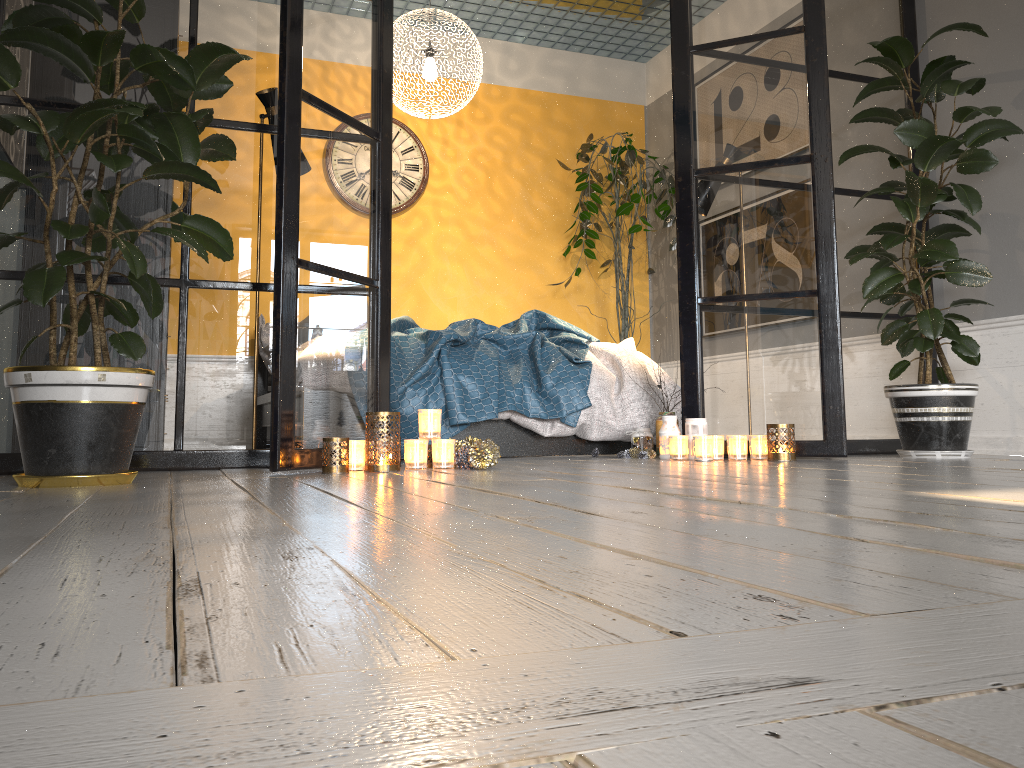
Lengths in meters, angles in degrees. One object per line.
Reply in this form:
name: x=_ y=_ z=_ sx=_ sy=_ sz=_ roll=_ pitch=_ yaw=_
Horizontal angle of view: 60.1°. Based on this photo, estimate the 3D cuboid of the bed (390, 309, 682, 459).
bed: x=-0.340 y=-0.016 z=4.865 sx=1.896 sy=0.775 sz=2.310 roll=1 pitch=-3 yaw=-21

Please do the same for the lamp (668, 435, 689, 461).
lamp: x=0.662 y=0.253 z=3.507 sx=0.080 sy=0.099 sz=0.080 roll=-4 pitch=-6 yaw=33

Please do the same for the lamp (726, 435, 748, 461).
lamp: x=0.877 y=0.249 z=3.445 sx=0.080 sy=0.099 sz=0.080 roll=-2 pitch=-5 yaw=19

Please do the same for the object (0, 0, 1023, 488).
object: x=0.309 y=-0.615 z=3.096 sx=3.893 sy=1.808 sz=1.005 roll=1 pitch=-6 yaw=-21

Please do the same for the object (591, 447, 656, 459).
object: x=0.478 y=0.298 z=3.809 sx=0.325 sy=0.054 sz=0.087 roll=-2 pitch=-4 yaw=33

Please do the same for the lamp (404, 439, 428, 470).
lamp: x=-0.315 y=0.233 z=2.912 sx=0.080 sy=0.099 sz=0.080 roll=-2 pitch=-5 yaw=19

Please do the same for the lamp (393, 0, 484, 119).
lamp: x=-0.474 y=-2.079 z=5.122 sx=0.616 sy=1.104 sz=0.613 roll=-2 pitch=-6 yaw=20

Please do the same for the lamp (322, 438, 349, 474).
lamp: x=-0.545 y=0.222 z=2.739 sx=0.084 sy=0.111 sz=0.084 roll=-5 pitch=-7 yaw=44

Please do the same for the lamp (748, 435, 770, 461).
lamp: x=0.967 y=0.249 z=3.457 sx=0.080 sy=0.099 sz=0.080 roll=-2 pitch=-5 yaw=19

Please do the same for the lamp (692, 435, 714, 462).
lamp: x=0.735 y=0.247 z=3.396 sx=0.080 sy=0.099 sz=0.080 roll=-2 pitch=-5 yaw=19

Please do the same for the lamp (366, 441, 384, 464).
lamp: x=-0.460 y=0.233 z=2.900 sx=0.080 sy=0.099 sz=0.080 roll=-2 pitch=-5 yaw=19

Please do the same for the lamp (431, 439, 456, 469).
lamp: x=-0.228 y=0.233 z=2.938 sx=0.080 sy=0.099 sz=0.080 roll=-2 pitch=-5 yaw=19

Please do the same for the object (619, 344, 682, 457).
object: x=0.724 y=0.064 z=3.927 sx=0.437 sy=0.526 sz=0.277 roll=-2 pitch=-6 yaw=19

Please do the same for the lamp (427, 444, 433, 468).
lamp: x=-0.295 y=0.248 z=3.026 sx=0.069 sy=0.081 sz=0.068 roll=1 pitch=-5 yaw=-13

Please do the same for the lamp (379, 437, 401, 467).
lamp: x=-0.430 y=0.239 z=3.114 sx=0.081 sy=0.107 sz=0.080 roll=2 pitch=-6 yaw=-21

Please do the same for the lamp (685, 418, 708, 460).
lamp: x=0.746 y=0.222 z=3.566 sx=0.092 sy=0.168 sz=0.088 roll=-4 pitch=-7 yaw=35

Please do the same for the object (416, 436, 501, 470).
object: x=-0.232 y=0.242 z=3.150 sx=0.192 sy=0.118 sz=0.714 roll=2 pitch=-4 yaw=-32

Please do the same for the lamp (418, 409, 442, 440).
lamp: x=-0.272 y=0.134 z=2.934 sx=0.080 sy=0.099 sz=0.080 roll=-2 pitch=-5 yaw=19

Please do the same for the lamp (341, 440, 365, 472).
lamp: x=-0.506 y=0.230 z=2.820 sx=0.080 sy=0.099 sz=0.080 roll=-2 pitch=-5 yaw=19

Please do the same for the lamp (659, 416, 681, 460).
lamp: x=0.650 y=0.221 z=3.637 sx=0.092 sy=0.181 sz=0.091 roll=0 pitch=-6 yaw=-1

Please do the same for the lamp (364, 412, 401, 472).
lamp: x=-0.411 y=0.183 z=2.811 sx=0.114 sy=0.188 sz=0.114 roll=2 pitch=-6 yaw=-22

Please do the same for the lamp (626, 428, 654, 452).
lamp: x=0.564 y=0.258 z=3.850 sx=0.095 sy=0.132 sz=0.108 roll=-5 pitch=-7 yaw=39

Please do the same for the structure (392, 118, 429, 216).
structure: x=-0.919 y=-1.504 z=6.063 sx=0.726 sy=0.730 sz=0.070 roll=1 pitch=-7 yaw=-21

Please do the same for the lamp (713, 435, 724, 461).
lamp: x=0.792 y=0.250 z=3.465 sx=0.080 sy=0.099 sz=0.080 roll=-2 pitch=-5 yaw=19

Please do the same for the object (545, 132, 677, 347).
object: x=0.808 y=-0.686 z=6.188 sx=1.341 sy=2.220 sz=1.243 roll=3 pitch=-7 yaw=-34

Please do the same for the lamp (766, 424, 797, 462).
lamp: x=1.028 y=0.223 z=3.381 sx=0.107 sy=0.142 sz=0.107 roll=-4 pitch=-6 yaw=32
